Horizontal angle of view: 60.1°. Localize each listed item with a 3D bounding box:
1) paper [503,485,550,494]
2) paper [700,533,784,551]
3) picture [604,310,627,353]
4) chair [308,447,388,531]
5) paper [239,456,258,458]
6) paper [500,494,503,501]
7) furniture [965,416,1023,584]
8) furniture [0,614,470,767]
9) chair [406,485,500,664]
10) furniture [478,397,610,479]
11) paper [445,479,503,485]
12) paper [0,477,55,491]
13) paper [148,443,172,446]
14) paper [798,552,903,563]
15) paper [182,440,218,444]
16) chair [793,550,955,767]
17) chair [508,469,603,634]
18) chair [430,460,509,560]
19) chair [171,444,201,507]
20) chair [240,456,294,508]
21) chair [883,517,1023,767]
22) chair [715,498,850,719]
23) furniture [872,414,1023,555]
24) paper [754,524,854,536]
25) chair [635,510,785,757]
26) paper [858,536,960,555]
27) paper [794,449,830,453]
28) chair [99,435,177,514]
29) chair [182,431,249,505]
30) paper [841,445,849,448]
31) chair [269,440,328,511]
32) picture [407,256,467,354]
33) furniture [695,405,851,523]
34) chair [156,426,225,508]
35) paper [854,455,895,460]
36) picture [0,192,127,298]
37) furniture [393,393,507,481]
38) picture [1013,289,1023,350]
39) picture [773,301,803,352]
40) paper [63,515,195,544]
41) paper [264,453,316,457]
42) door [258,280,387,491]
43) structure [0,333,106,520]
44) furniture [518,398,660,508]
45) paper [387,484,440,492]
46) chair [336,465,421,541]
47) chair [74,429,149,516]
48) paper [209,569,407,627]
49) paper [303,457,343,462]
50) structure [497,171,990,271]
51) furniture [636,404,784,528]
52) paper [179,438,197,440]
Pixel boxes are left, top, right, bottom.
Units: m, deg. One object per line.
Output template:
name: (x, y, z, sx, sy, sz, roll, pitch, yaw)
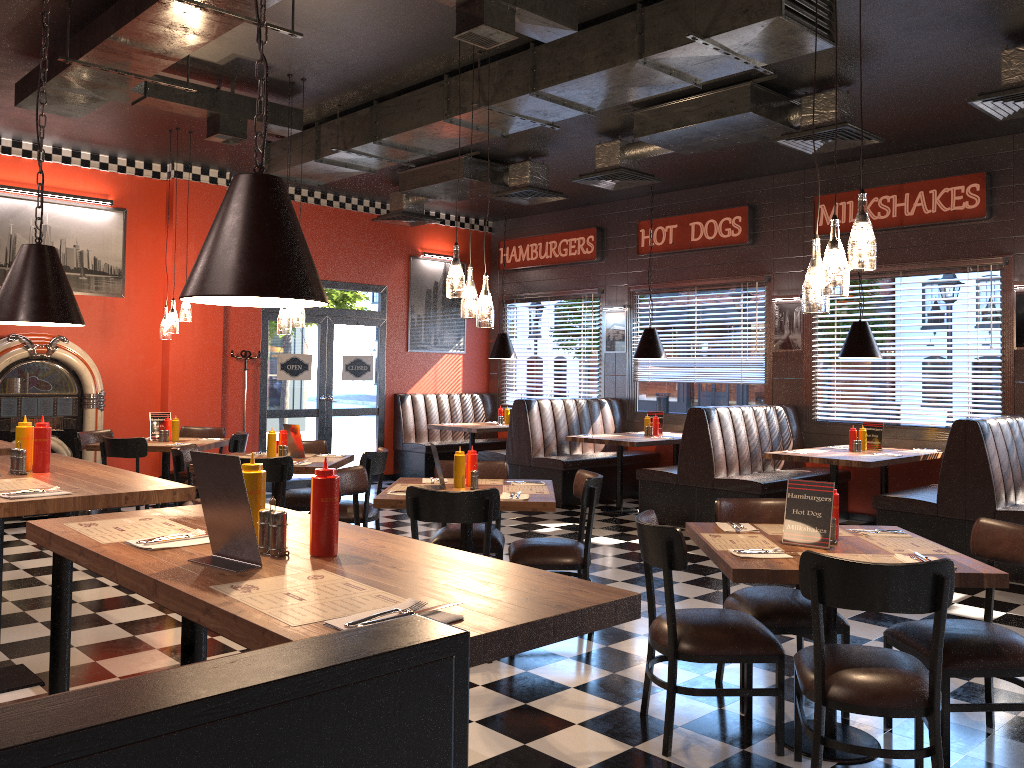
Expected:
paper: (0.078, 0.610, 5.116, 0.261, 0.001, 0.365, 1, 1, -1)
paper: (0.928, 0.642, 3.596, 0.261, 0.001, 0.365, 1, 1, 1)
picture: (1.315, -0.664, 11.249, 0.012, 0.537, 0.351, 3, -2, -44)
chair: (-1.198, 0.914, 6.561, 0.544, 0.868, 0.486, 1, -1, 5)
paper: (-2.089, 0.559, 6.659, 0.261, 0.001, 0.365, 1, 1, 0)
paper: (-0.229, 0.610, 4.791, 0.365, 0.001, 0.261, 1, 1, 0)
furniture: (4.227, 0.843, 6.909, 1.708, 1.156, 0.706, 1, -1, -44)
furniture: (-3.474, 0.775, 3.918, 1.103, 1.151, 8.756, 1, 0, -44)
chair: (-0.296, 0.952, 4.639, 0.486, 0.868, 0.544, 1, -1, 4)
furniture: (0.444, 0.738, 10.879, 1.708, 1.156, 0.706, 1, -1, -44)
paper: (-0.236, 0.601, 5.460, 0.365, 0.001, 0.261, 1, 1, 0)
paper: (-1.906, 0.379, 3.335, 0.261, 0.001, 0.365, 0, 1, -41)
paper: (-3.163, 0.530, 7.756, 0.365, 0.001, 0.261, 1, 1, 1)
paper: (1.267, 0.651, 3.259, 0.365, 0.001, 0.261, 1, 1, 4)
paper: (-2.850, 0.530, 8.076, 0.261, 0.001, 0.365, 1, 1, 0)
chair: (1.235, 0.994, 3.071, 0.486, 0.868, 0.544, 1, -1, 13)
chair: (0.252, 0.953, 5.153, 0.544, 0.868, 0.486, 1, -1, -1)
chair: (-0.273, 0.939, 5.638, 0.486, 0.868, 0.544, 1, -1, 1)
chair: (-2.259, 0.898, 6.593, 0.544, 0.868, 0.486, 1, -1, -6)
chair: (-1.734, 0.912, 6.109, 0.486, 0.868, 0.544, 1, -1, -4)
chair: (1.827, 0.997, 3.494, 0.544, 0.868, 0.486, 1, -1, -4)
chair: (1.200, 0.981, 4.029, 0.486, 0.868, 0.544, 1, -1, -4)
furniture: (3.740, 0.829, 7.420, 1.708, 1.156, 0.706, 1, -1, -44)
paper: (1.280, 0.643, 3.900, 0.365, 0.001, 0.261, 1, 1, 1)
chair: (0.771, 0.980, 3.601, 0.544, 0.868, 0.486, 1, -1, -4)
paper: (1.597, 0.651, 3.584, 0.261, 0.001, 0.365, 1, 1, 2)
paper: (2.723, 0.609, 8.065, 0.365, 0.001, 0.261, 0, 1, -43)
chair: (-3.218, 0.872, 7.590, 0.486, 0.868, 0.544, 0, -1, 21)
chair: (-2.687, 0.873, 8.054, 0.544, 0.868, 0.486, 1, -1, -12)
paper: (3.276, 0.610, 8.597, 0.365, 0.001, 0.261, 0, 1, -42)
chair: (-1.711, 0.900, 7.107, 0.486, 0.868, 0.544, 1, -1, -21)
picture: (-1.026, -1.086, 12.314, 1.022, 1.303, 0.016, 2, -2, -44)
furniture: (2.579, 0.797, 8.639, 1.708, 1.156, 0.706, 1, -1, -44)
chair: (-3.111, 0.860, 8.646, 0.486, 0.868, 0.544, 1, -1, 11)
paper: (3.080, 0.621, 7.535, 0.261, 0.001, 0.365, 2, 1, 44)
picture: (-4.738, -1.383, 8.781, 1.768, 0.941, 0.023, 1, -1, -44)
furniture: (-0.716, 0.706, 12.097, 1.708, 1.156, 0.706, 1, -1, -44)
picture: (4.607, -0.573, 7.793, 0.012, 0.537, 0.351, 3, -2, -44)
picture: (2.963, -0.618, 9.519, 0.012, 0.537, 0.351, 3, -2, -44)
paper: (-1.061, 0.402, 2.469, 0.261, 0.001, 0.365, 0, 1, -41)
paper: (-1.742, 0.560, 6.969, 0.365, 0.001, 0.261, 1, 1, 0)
door: (-2.319, -0.013, 11.067, 1.798, 2.576, 0.128, 2, -2, -44)
structure: (-4.608, 0.392, 8.503, 1.293, 1.770, 0.500, 2, -2, -44)
furniture: (0.931, 0.751, 10.368, 1.708, 1.156, 0.706, 1, -1, -44)
paper: (-0.563, 0.601, 5.112, 0.261, 0.001, 0.365, 1, 1, 2)
chair: (-0.809, 0.937, 5.185, 0.544, 0.868, 0.486, 1, -1, 10)
chair: (-3.646, 0.860, 8.019, 0.544, 0.868, 0.486, 1, -1, 11)
paper: (-0.404, 0.420, 1.769, 0.261, 0.001, 0.365, 0, 1, -41)
paper: (-1.419, 0.569, 6.659, 0.261, 0.001, 0.365, 1, 1, 1)
structure: (3.708, -1.739, 8.713, 0.119, 0.439, 11.261, 2, -1, -44)
furniture: (2.092, 0.784, 9.150, 1.708, 1.156, 0.706, 1, -1, -44)
paper: (-3.158, 0.521, 8.426, 0.365, 0.001, 0.261, 1, 1, 1)
